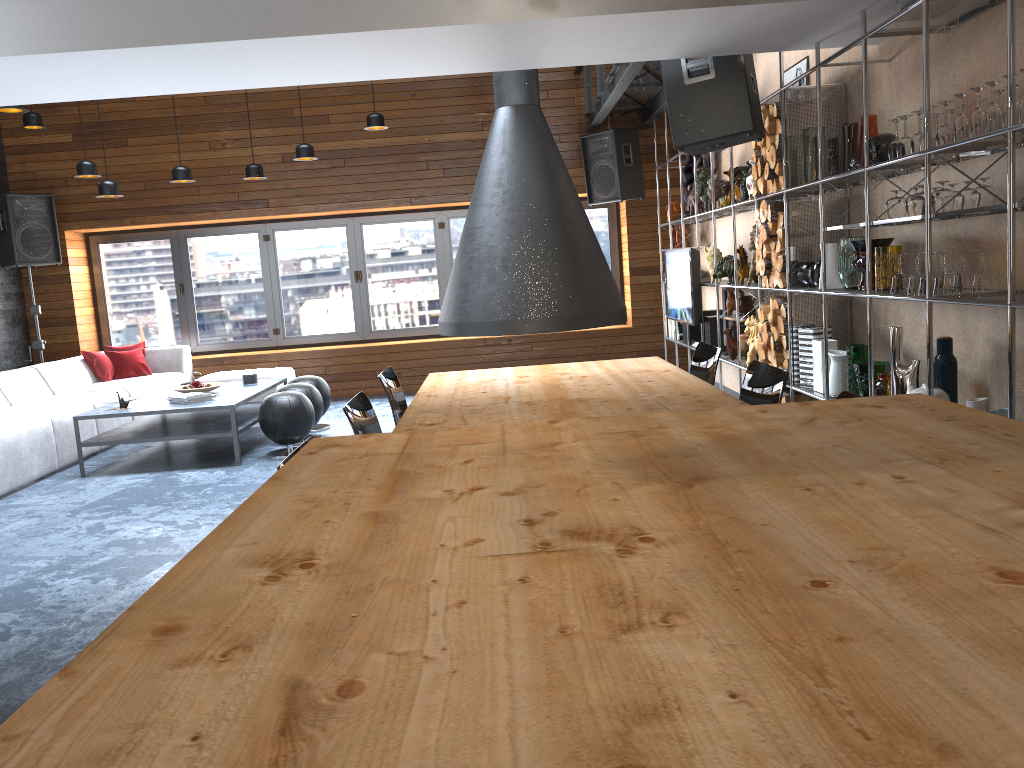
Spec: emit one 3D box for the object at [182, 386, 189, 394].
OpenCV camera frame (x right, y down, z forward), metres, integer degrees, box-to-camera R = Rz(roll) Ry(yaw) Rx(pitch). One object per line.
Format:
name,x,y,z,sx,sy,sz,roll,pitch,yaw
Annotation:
object,-2.569,0.046,6.966,0.064,0.062,0.061,0,8,30

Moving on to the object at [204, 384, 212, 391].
object,-2.390,0.030,6.986,0.061,0.061,0.063,-4,7,-1

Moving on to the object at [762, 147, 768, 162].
object,1.702,-1.415,5.402,0.330,0.098,0.107,-4,7,3

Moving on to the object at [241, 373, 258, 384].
object,-2.221,-0.045,7.506,0.126,0.081,0.126,-8,8,-28

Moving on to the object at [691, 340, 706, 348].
object,1.765,-0.348,7.773,0.325,0.058,0.360,-4,7,-1

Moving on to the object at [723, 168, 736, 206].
object,1.694,-1.447,6.486,0.290,0.290,0.097,-4,7,-2

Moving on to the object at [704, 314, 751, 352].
object,1.786,-0.416,7.327,0.343,0.303,0.175,-4,7,-1

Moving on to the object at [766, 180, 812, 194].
object,1.711,-1.220,5.383,0.299,0.114,0.135,-4,7,2

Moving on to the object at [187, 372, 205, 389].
object,-2.509,-0.014,7.034,0.118,0.172,0.105,-10,9,-38

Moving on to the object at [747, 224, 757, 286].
object,1.739,-0.893,5.995,0.210,0.451,0.405,-5,7,-8

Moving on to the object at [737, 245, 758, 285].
object,1.740,-0.868,6.419,0.290,0.290,0.097,-7,8,-20

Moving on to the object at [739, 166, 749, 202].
object,1.701,-1.385,6.118,0.253,0.249,0.126,-4,7,4

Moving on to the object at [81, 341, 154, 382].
object,-3.876,-0.213,8.835,0.528,0.354,0.742,-4,7,-1

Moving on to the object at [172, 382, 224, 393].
object,-2.485,0.044,7.032,0.395,0.061,0.395,-5,7,-8

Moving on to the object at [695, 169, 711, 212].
object,1.618,-1.565,7.177,0.255,0.356,0.167,-2,8,18

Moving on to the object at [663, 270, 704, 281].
object,1.701,-1.089,8.823,0.320,0.114,0.405,-4,7,-1

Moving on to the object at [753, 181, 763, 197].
object,1.697,-1.248,5.605,0.330,0.105,0.107,-4,7,2

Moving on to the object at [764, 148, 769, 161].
object,1.689,-1.391,5.323,0.331,0.110,0.101,-4,7,-3

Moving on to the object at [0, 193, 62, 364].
object,-4.789,-0.705,8.781,0.686,2.298,0.640,1,9,37

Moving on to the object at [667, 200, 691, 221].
object,1.645,-1.680,8.605,0.278,0.222,0.138,-3,7,10

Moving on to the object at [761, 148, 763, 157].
object,1.694,-1.482,5.489,0.290,0.153,0.112,-4,7,2

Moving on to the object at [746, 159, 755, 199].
object,1.692,-1.356,5.795,0.314,0.280,0.151,-4,7,-2

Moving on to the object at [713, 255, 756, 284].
object,1.714,-0.867,6.680,0.403,0.221,0.192,1,9,36

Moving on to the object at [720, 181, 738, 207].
object,1.703,-1.430,6.661,0.272,0.207,0.137,-4,7,3

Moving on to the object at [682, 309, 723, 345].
object,1.769,-0.529,8.223,0.343,0.303,0.175,-4,7,-1

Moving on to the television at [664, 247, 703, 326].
television,1.500,-0.862,7.738,0.115,0.638,1.075,-4,7,0

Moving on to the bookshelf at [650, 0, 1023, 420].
bookshelf,1.685,-2.484,3.524,0.421,6.218,10.741,-4,7,-1

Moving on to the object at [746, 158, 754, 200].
object,1.676,-1.416,5.956,0.198,0.358,0.116,-3,7,7

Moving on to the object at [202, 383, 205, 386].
object,-2.500,0.021,7.117,0.062,0.062,0.060,-10,9,-39

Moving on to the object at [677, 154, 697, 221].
object,1.645,-1.979,8.285,0.244,0.879,0.244,0,8,28

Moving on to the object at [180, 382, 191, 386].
object,-2.736,0.010,7.534,0.160,0.040,0.160,-7,8,-23

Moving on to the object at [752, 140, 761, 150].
object,1.672,-1.500,5.565,0.308,0.120,0.098,-4,7,4

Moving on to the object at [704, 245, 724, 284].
object,1.677,-0.955,7.021,0.325,0.309,0.154,-6,7,-16

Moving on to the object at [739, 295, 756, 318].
object,1.722,-0.575,6.515,0.105,0.168,0.210,2,9,39

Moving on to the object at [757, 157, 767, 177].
object,1.688,-1.363,5.485,0.329,0.135,0.095,-4,7,3

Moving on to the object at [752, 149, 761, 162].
object,1.684,-1.434,5.575,0.331,0.110,0.107,-4,7,1

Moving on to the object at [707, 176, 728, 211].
object,1.614,-1.491,6.950,0.164,0.266,0.237,-2,8,16

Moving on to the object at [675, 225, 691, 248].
object,1.673,-1.444,8.665,0.060,0.223,0.267,3,10,45

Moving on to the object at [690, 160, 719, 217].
object,1.621,-1.659,7.575,0.219,0.440,0.463,-4,7,-1

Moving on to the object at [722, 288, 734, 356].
object,1.732,-0.498,7.079,0.112,0.533,0.112,-4,7,-1

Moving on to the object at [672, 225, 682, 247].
object,1.664,-1.473,8.864,0.116,0.229,0.233,2,9,39

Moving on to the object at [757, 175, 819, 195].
object,1.723,-1.241,5.507,0.362,0.131,0.154,-4,7,-1

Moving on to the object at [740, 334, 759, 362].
object,1.739,-0.265,6.513,0.119,0.220,0.212,1,9,33

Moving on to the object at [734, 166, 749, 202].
object,1.677,-1.418,6.319,0.227,0.270,0.123,-4,7,-1

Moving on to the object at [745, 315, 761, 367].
object,1.766,-0.294,6.151,0.170,0.363,0.375,-9,9,-35

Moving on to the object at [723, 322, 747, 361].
object,1.734,-0.327,6.744,0.249,0.290,0.114,-1,8,25

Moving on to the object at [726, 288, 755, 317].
object,1.738,-0.625,6.735,0.217,0.214,0.108,-1,8,24

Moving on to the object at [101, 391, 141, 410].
object,-2.819,0.118,6.431,0.250,0.117,0.241,-3,7,7

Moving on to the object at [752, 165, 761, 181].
object,1.688,-1.343,5.601,0.321,0.109,0.110,-4,7,-1

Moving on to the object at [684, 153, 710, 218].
object,1.673,-1.925,8.023,0.305,0.839,0.237,-4,7,2

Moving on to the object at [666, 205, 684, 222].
object,1.637,-1.712,8.854,0.233,0.209,0.107,-6,7,-14
